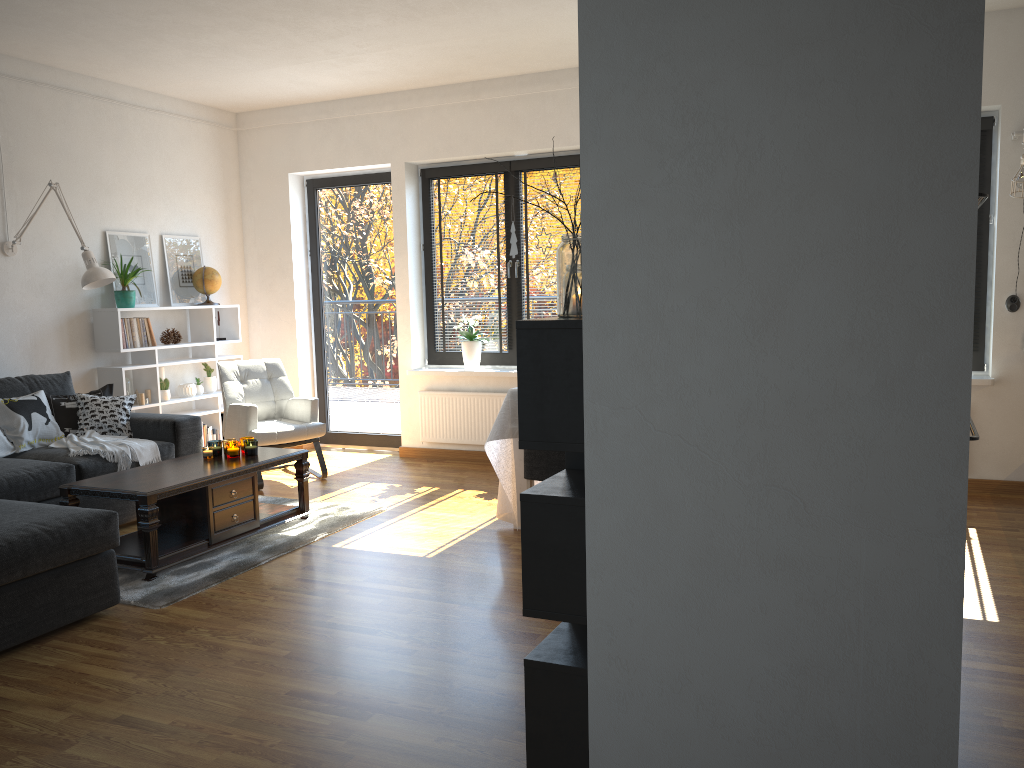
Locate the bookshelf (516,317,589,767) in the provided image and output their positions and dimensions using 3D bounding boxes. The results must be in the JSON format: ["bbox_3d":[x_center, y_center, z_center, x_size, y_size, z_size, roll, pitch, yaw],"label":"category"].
[{"bbox_3d":[0.374,0.395,2.570,0.237,1.202,1.188,2,7,24],"label":"bookshelf"}]

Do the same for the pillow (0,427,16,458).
[{"bbox_3d":[-2.921,0.254,4.790,0.285,0.369,0.436,1,7,24],"label":"pillow"}]

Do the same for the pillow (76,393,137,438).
[{"bbox_3d":[-2.467,0.205,5.402,0.358,0.313,0.169,-4,7,-25],"label":"pillow"}]

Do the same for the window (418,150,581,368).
[{"bbox_3d":[5.464,0.086,17.301,21.814,18.401,12.960,-6,8,-35],"label":"window"}]

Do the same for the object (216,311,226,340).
[{"bbox_3d":[-2.317,-0.461,7.018,0.066,0.230,0.075,-1,7,4],"label":"object"}]

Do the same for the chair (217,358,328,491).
[{"bbox_3d":[-1.703,0.258,6.228,0.544,0.833,0.684,-7,8,-40],"label":"chair"}]

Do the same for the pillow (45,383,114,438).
[{"bbox_3d":[-2.655,0.191,5.423,0.449,0.359,0.234,-6,8,-39],"label":"pillow"}]

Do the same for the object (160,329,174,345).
[{"bbox_3d":[-2.533,-0.349,6.506,0.102,0.127,0.094,-4,7,-20],"label":"object"}]

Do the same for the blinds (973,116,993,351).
[{"bbox_3d":[2.545,-0.887,5.490,0.710,1.425,0.049,1,7,24],"label":"blinds"}]

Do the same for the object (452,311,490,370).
[{"bbox_3d":[-0.308,-0.323,6.653,0.286,0.444,0.339,0,6,12],"label":"object"}]

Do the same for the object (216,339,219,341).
[{"bbox_3d":[-2.361,-0.441,6.895,0.066,0.217,0.134,4,8,39],"label":"object"}]

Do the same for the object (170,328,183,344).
[{"bbox_3d":[-2.498,-0.356,6.578,0.096,0.125,0.101,4,8,39],"label":"object"}]

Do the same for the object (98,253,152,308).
[{"bbox_3d":[-2.682,-0.714,6.151,0.387,0.372,0.423,0,6,11],"label":"object"}]

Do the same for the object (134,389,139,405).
[{"bbox_3d":[-2.652,0.087,6.270,0.062,0.108,0.062,1,7,24],"label":"object"}]

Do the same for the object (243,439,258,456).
[{"bbox_3d":[-1.426,0.347,4.845,0.079,0.081,0.079,1,7,19],"label":"object"}]

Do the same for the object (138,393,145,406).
[{"bbox_3d":[-2.652,0.108,6.191,0.176,0.084,0.078,-2,6,-7],"label":"object"}]

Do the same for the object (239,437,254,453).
[{"bbox_3d":[-1.475,0.339,4.938,0.079,0.081,0.079,1,7,19],"label":"object"}]

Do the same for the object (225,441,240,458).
[{"bbox_3d":[-1.507,0.354,4.794,0.079,0.081,0.079,1,7,19],"label":"object"}]

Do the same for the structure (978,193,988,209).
[{"bbox_3d":[1.054,-0.305,2.057,0.052,0.463,0.584,2,7,24],"label":"structure"}]

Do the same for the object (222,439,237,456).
[{"bbox_3d":[-1.548,0.347,4.872,0.079,0.081,0.079,1,7,19],"label":"object"}]

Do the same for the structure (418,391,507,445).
[{"bbox_3d":[-0.045,0.294,6.571,1.457,0.460,0.078,1,7,23],"label":"structure"}]

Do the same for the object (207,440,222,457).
[{"bbox_3d":[-1.622,0.352,4.846,0.079,0.081,0.079,1,7,19],"label":"object"}]

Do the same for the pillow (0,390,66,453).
[{"bbox_3d":[-2.774,0.215,5.098,0.265,0.318,0.381,1,7,24],"label":"pillow"}]

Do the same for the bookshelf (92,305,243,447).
[{"bbox_3d":[-2.494,0.027,6.597,0.237,1.202,1.188,2,7,24],"label":"bookshelf"}]

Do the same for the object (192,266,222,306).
[{"bbox_3d":[-2.357,-0.761,6.861,0.215,0.306,0.216,4,8,41],"label":"object"}]

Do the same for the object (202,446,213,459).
[{"bbox_3d":[-1.637,0.370,4.772,0.060,0.061,0.059,2,7,29],"label":"object"}]

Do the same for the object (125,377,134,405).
[{"bbox_3d":[-2.702,0.053,6.178,0.108,0.198,0.108,3,8,35],"label":"object"}]

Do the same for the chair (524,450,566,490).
[{"bbox_3d":[0.361,0.320,4.484,0.461,0.962,0.544,2,7,29],"label":"chair"}]

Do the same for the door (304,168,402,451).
[{"bbox_3d":[-1.250,-0.586,7.280,0.976,2.278,0.119,2,7,24],"label":"door"}]

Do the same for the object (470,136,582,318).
[{"bbox_3d":[0.105,-0.419,2.123,0.426,0.522,0.298,1,7,21],"label":"object"}]

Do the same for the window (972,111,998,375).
[{"bbox_3d":[2.210,-0.855,5.686,1.561,1.590,0.119,1,7,24],"label":"window"}]

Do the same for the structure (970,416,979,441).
[{"bbox_3d":[1.066,0.195,2.115,0.052,0.463,0.584,2,7,24],"label":"structure"}]

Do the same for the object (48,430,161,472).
[{"bbox_3d":[-2.387,0.401,5.033,0.606,0.212,0.487,1,6,20],"label":"object"}]

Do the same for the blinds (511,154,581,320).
[{"bbox_3d":[0.344,-0.933,6.476,0.710,1.425,0.049,1,7,24],"label":"blinds"}]

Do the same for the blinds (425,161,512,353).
[{"bbox_3d":[-0.316,-0.947,6.771,0.710,1.425,0.049,1,7,24],"label":"blinds"}]

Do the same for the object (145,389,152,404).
[{"bbox_3d":[-2.577,0.089,6.281,0.039,0.099,0.039,1,7,20],"label":"object"}]
